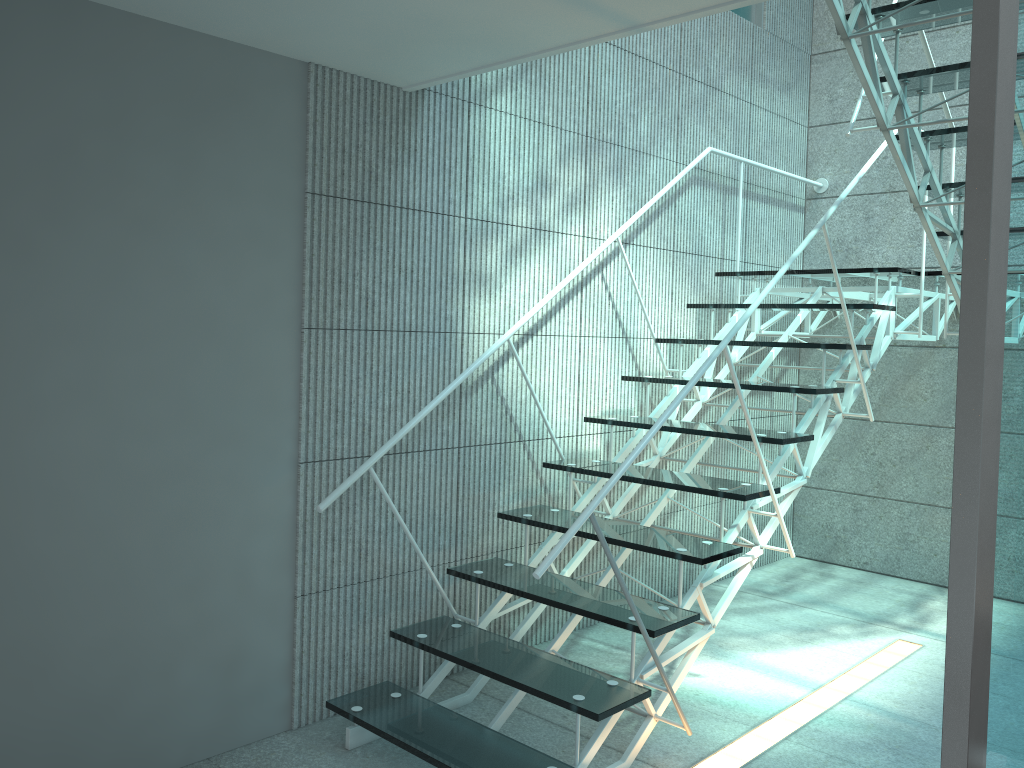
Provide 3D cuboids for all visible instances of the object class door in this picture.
[{"bbox_3d":[0.821,0.136,1.288,0.076,2.063,0.865,3,2,43],"label":"door"}]

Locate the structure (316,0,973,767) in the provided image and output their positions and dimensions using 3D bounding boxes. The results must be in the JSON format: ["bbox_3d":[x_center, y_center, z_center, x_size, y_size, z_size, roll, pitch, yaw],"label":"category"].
[{"bbox_3d":[1.291,-1.927,3.102,1.912,6.003,3.295,3,2,43],"label":"structure"}]
